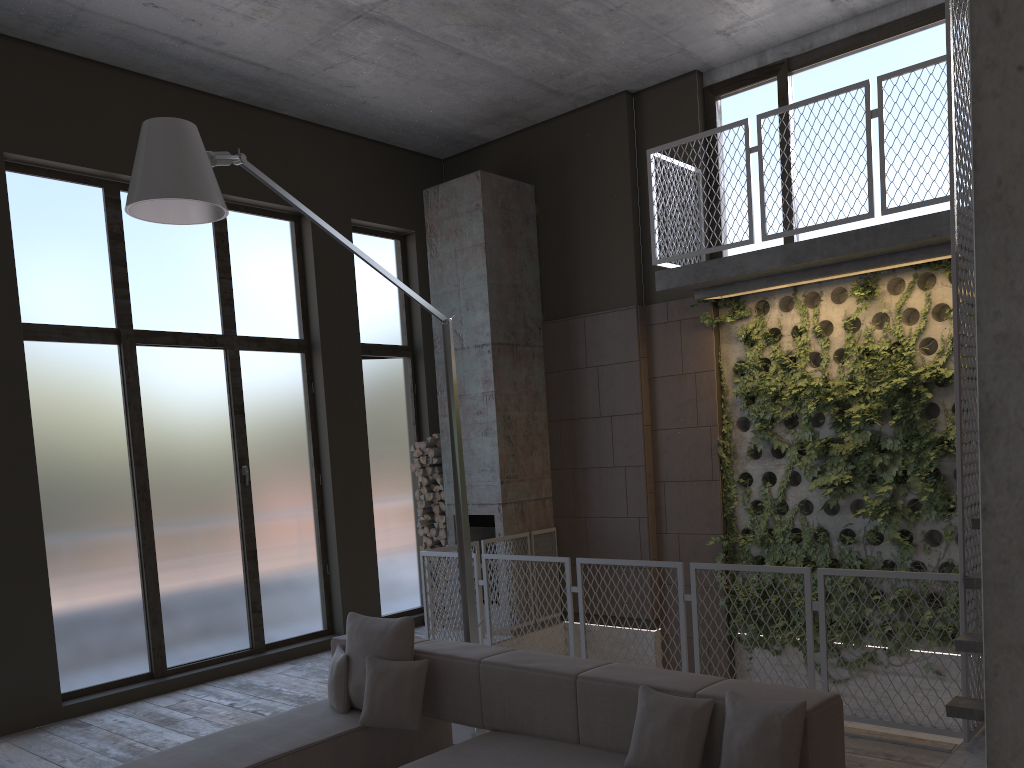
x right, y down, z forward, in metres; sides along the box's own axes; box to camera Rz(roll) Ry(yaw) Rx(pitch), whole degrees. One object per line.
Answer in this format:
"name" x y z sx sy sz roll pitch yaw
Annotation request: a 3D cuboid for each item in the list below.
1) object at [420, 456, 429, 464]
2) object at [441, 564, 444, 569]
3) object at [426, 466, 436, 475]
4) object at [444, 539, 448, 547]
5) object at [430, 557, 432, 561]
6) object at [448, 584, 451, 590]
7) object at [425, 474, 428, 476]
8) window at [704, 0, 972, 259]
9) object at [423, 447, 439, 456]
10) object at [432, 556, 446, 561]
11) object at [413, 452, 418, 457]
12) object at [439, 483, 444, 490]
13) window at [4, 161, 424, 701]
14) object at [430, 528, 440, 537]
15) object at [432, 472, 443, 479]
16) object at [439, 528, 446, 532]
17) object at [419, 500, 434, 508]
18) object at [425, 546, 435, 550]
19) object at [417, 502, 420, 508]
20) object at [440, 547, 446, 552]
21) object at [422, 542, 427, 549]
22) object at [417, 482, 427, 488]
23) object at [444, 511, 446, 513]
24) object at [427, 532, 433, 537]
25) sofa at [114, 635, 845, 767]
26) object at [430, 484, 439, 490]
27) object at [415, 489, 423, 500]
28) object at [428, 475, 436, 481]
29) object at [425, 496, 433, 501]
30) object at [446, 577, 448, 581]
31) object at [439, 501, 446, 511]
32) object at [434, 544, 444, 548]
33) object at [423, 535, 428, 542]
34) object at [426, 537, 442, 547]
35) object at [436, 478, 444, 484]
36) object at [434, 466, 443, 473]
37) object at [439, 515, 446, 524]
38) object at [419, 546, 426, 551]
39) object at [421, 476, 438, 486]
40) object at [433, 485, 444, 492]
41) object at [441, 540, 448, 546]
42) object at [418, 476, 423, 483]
"object" -0.783 0.808 9.444 0.094 0.083 0.477 -4 -3 40
"object" -0.578 1.923 9.479 0.091 0.090 0.452 -4 -3 40
"object" -0.736 0.921 9.436 0.091 0.090 0.452 -4 -3 39
"object" -0.622 1.713 9.553 0.104 0.103 0.290 -4 -2 40
"object" -0.730 1.876 9.580 0.067 0.067 0.420 -4 -3 40
"object" -0.516 2.153 9.450 0.092 0.092 0.435 -4 -3 40
"object" -0.820 0.960 9.487 0.089 0.057 0.330 -5 -4 40
"window" 3.167 -1.968 6.855 3.581 1.759 0.109 -6 2 41
"object" -0.783 0.718 9.386 0.104 0.084 0.361 -4 -3 40
"object" -0.675 1.858 9.528 0.094 0.084 0.477 -4 -3 40
"object" -0.901 0.756 9.557 0.123 0.069 0.361 -6 -4 42
"object" -0.612 1.087 9.379 0.071 0.073 0.420 -3 -3 40
"window" -4.027 0.404 6.289 0.209 4.192 9.153 0 0 40
"object" -0.694 1.581 9.487 0.091 0.090 0.452 -4 -3 39
"object" -0.681 0.971 9.399 0.122 0.068 0.361 -6 -4 42
"object" -0.622 1.565 9.462 0.067 0.071 0.421 -3 -3 40
"object" -0.802 1.285 9.506 0.094 0.084 0.477 -4 -3 40
"object" -0.759 1.799 9.603 0.092 0.094 0.435 -4 -3 40
"object" -0.856 1.302 9.558 0.067 0.067 0.420 -4 -3 40
"object" -0.642 1.787 9.466 0.091 0.090 0.452 -4 -3 42
"object" -0.878 1.743 9.549 0.045 0.073 0.249 -2 -1 40
"object" -0.920 1.083 9.498 0.045 0.073 0.249 -2 -1 40
"object" -0.587 1.346 9.430 0.101 0.087 0.361 -4 -3 40
"object" -0.777 1.621 9.538 0.089 0.057 0.330 -5 -4 40
"sofa" -0.725 1.769 3.488 3.010 0.789 2.994 -7 -5 41
"object" -0.726 1.116 9.519 0.101 0.087 0.361 -4 -3 40
"object" -0.907 1.199 9.596 0.064 0.126 0.362 -1 -1 40
"object" -0.754 0.994 9.470 0.064 0.075 0.357 -3 -2 40
"object" -0.740 1.206 9.474 0.115 0.080 0.432 -5 -4 40
"object" -0.549 2.060 9.454 0.071 0.073 0.420 -3 -3 40
"object" -0.619 1.296 9.360 0.089 0.109 0.363 -3 -2 40
"object" -0.684 1.776 9.570 0.101 0.087 0.361 -4 -3 40
"object" -0.839 1.696 9.620 0.101 0.103 0.291 -3 -2 42
"object" -0.797 1.697 9.525 0.099 0.107 0.292 -3 -2 42
"object" -0.643 1.034 9.389 0.067 0.085 0.422 -3 -2 39
"object" -0.665 0.905 9.411 0.067 0.071 0.421 -3 -3 40
"object" -0.578 1.428 9.388 0.094 0.084 0.477 -4 -3 40
"object" -0.854 1.813 9.631 0.089 0.109 0.363 -3 -2 40
"object" -0.839 1.037 9.474 0.099 0.107 0.292 -3 -2 42
"object" -0.656 1.119 9.445 0.115 0.080 0.432 -5 -4 40
"object" -0.600 1.694 9.440 0.067 0.085 0.422 -3 -2 39
"object" -0.881 1.036 9.569 0.101 0.103 0.291 -3 -2 42
